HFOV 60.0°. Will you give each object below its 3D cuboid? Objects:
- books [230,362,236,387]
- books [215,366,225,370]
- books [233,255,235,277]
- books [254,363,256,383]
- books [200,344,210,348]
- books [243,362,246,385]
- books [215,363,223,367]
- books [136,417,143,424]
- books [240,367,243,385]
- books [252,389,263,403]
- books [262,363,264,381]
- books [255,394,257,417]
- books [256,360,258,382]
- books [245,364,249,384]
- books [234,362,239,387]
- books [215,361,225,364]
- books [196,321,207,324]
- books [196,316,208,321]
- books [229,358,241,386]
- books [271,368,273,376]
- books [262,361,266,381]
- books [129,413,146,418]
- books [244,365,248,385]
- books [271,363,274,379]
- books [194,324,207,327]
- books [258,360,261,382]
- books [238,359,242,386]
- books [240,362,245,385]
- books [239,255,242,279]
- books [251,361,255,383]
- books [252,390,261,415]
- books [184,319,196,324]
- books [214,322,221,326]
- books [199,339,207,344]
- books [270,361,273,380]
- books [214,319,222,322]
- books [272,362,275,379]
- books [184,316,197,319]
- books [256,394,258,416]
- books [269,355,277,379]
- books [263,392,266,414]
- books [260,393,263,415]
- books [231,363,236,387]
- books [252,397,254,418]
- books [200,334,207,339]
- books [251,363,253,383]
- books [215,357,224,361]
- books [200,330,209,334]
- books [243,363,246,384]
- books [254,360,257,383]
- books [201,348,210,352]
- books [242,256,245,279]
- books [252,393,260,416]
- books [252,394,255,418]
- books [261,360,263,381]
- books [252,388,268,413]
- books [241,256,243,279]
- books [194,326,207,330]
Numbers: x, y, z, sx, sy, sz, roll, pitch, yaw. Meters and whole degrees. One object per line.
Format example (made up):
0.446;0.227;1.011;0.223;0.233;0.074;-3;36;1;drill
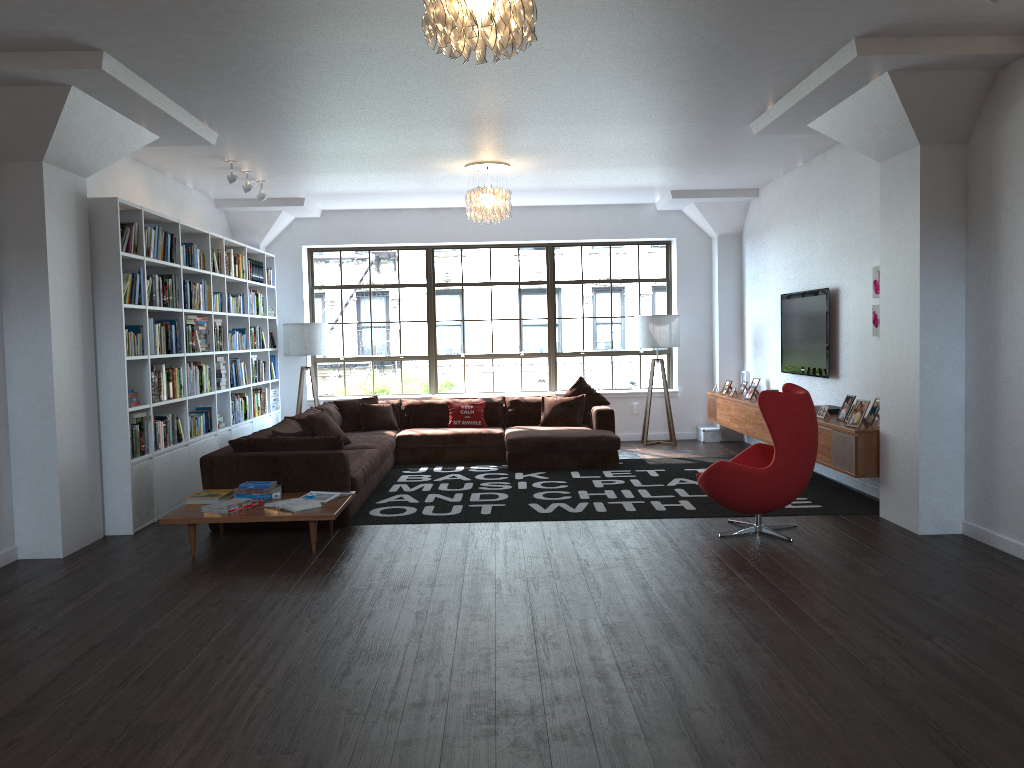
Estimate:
-2.924;-0.095;9.071;0.182;0.255;0.077;-1;3;-1;books
-2.939;-0.158;8.677;0.223;0.032;0.161;-1;3;-1;books
-2.976;-1.217;9.202;0.174;0.240;0.045;-1;3;-1;books
-2.930;-0.122;9.854;0.161;0.223;0.030;-1;3;-1;books
-2.927;-0.352;8.203;0.160;0.039;0.251;-1;3;4;books
-2.933;-0.112;9.468;0.159;0.248;0.089;-1;3;-1;books
-2.915;-0.186;8.662;0.161;0.026;0.223;-2;3;-12;books
-2.872;0.269;6.621;0.174;0.045;0.240;-2;3;-12;books
-2.931;-0.092;9.337;0.161;0.222;0.084;-1;3;-1;books
-2.922;0.203;10.144;0.140;0.298;0.044;-1;3;-1;books
-2.941;-0.133;10.214;0.161;0.221;0.035;-1;3;-2;books
-2.929;0.243;9.829;0.183;0.253;0.037;-1;3;-1;books
-2.943;-0.139;9.956;0.171;0.246;0.036;-1;3;-1;books
-2.928;-0.101;9.534;0.161;0.218;0.101;-1;3;-1;books
-2.914;-0.096;9.118;0.182;0.253;0.098;-1;3;-1;books
-2.925;-0.211;8.667;0.208;0.024;0.144;-1;3;4;books
-2.935;-0.570;8.218;0.144;0.024;0.208;-1;3;4;books
-2.929;-0.604;8.212;0.129;0.043;0.185;-1;3;13;books
-2.934;-0.120;9.220;0.197;0.290;0.136;-1;3;-1;books
-2.950;-0.159;10.592;0.161;0.218;0.101;-1;3;-1;books
-2.950;-0.148;10.300;0.168;0.228;0.139;-1;3;-1;books
-2.864;0.233;6.597;0.223;0.027;0.161;-1;3;8;books
-2.925;-0.101;9.500;0.161;0.222;0.084;-1;3;-1;books
-2.945;-0.158;10.631;0.161;0.213;0.118;-1;3;-1;books
-2.956;-0.544;8.227;0.223;0.027;0.161;-2;3;-12;books
-2.945;-0.149;10.076;0.183;0.253;0.042;-1;3;-1;books
-2.931;-0.124;9.283;0.176;0.293;0.125;-1;3;-1;books
-2.926;-0.105;9.372;0.174;0.242;0.105;-1;3;-1;books
-2.955;-1.234;9.368;0.183;0.253;0.034;-1;3;-1;books
-2.934;-0.133;9.782;0.174;0.251;0.051;-1;3;-1;books
-2.950;0.217;10.032;0.198;0.284;0.066;-1;3;-1;books
-2.913;-0.548;7.807;0.174;0.045;0.240;-1;3;-2;books
-2.936;-0.577;8.544;0.223;0.031;0.161;-1;3;-1;books
-2.952;-0.391;8.196;0.180;0.042;0.259;-1;3;-1;books
-2.942;-0.164;10.530;0.172;0.235;0.112;-1;3;-1;books
-2.937;-0.607;8.550;0.224;0.030;0.161;-1;3;9;books
-2.952;-0.159;10.681;0.161;0.213;0.146;-1;3;-1;books
-2.906;-0.583;7.783;0.223;0.027;0.161;-1;3;8;books
-2.934;0.238;9.943;0.160;0.250;0.027;-1;3;-1;books
-2.953;-0.205;10.780;0.176;0.290;0.053;-1;3;-1;books
-2.943;0.222;10.281;0.171;0.246;0.057;-1;3;-1;books
-2.938;0.231;10.095;0.189;0.247;0.057;-1;3;-1;books
-2.917;-0.087;9.031;0.174;0.243;0.085;-1;3;-1;books
-2.934;0.258;9.757;0.168;0.231;0.040;-1;3;-1;books
-2.940;-0.436;8.208;0.168;0.045;0.231;-2;3;-6;books
-2.933;-0.116;9.743;0.161;0.223;0.030;-1;3;-1;books
-2.929;-0.242;8.659;0.185;0.041;0.129;-1;3;13;books
-2.933;-0.478;8.201;0.183;0.042;0.253;-1;3;-1;books
-2.931;-0.112;9.425;0.170;0.251;0.118;-1;3;-1;books
-2.946;-0.137;9.887;0.183;0.253;0.039;-1;3;-1;books
-2.924;-0.313;8.207;0.171;0.039;0.246;-1;3;-1;books
-2.958;-1.242;9.504;0.183;0.253;0.034;-1;3;-1;books
-2.932;0.234;9.975;0.183;0.253;0.037;-1;3;-1;books
-2.932;0.245;9.794;0.183;0.253;0.036;-1;3;-1;books
-2.948;-0.153;10.177;0.160;0.251;0.039;-1;3;-1;books
-2.947;0.195;10.363;0.176;0.290;0.053;-1;3;-1;books
-2.960;-1.238;9.475;0.160;0.250;0.026;-1;3;-1;books
-2.940;-0.514;8.205;0.161;0.033;0.223;-1;3;-1;books
